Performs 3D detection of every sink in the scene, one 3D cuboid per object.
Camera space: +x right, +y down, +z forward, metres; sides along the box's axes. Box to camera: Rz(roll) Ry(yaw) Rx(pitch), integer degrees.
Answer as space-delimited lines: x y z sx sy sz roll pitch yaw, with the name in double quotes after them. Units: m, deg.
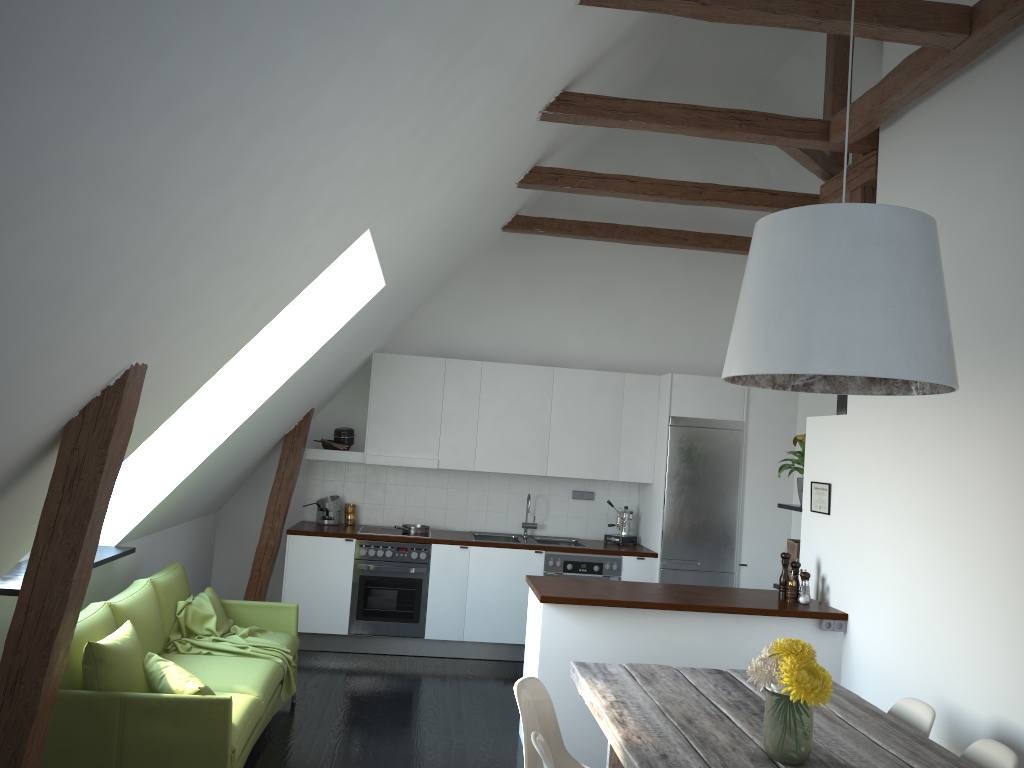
0.147 1.186 7.380 0.963 0.519 0.671 5 -4 -5 "sink"

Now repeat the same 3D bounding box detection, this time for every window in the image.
0.938 -1.217 1.460 5.959 4.249 8.018 5 -4 -5 "window"

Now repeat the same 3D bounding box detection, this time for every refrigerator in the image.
1.503 1.210 7.094 0.609 1.868 0.031 5 -4 -5 "refrigerator"

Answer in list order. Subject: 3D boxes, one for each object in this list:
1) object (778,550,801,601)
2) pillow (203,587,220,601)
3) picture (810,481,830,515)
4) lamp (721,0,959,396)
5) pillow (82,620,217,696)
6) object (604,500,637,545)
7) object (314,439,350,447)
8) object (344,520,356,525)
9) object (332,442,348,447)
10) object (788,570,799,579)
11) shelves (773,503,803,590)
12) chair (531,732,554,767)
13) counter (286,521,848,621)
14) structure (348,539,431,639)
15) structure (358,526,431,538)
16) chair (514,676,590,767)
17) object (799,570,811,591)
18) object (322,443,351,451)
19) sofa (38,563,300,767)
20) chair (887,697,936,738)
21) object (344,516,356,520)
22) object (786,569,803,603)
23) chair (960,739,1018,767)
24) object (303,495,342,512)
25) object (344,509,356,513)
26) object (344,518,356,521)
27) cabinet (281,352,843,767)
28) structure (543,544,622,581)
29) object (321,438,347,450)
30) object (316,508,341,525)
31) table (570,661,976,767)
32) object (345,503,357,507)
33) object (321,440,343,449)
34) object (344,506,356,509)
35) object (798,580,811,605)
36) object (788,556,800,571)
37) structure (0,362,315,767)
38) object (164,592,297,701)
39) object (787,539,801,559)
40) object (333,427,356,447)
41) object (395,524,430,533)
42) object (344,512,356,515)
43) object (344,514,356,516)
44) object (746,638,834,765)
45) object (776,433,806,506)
1.617 1.110 5.158 0.123 0.283 0.061 5 -4 -5 "object"
-1.804 1.379 5.248 0.210 0.275 0.462 5 -4 -7 "pillow"
1.820 0.671 5.227 0.023 0.182 0.250 5 -4 -5 "picture"
1.136 -1.390 2.900 0.697 2.813 0.757 0 -6 45 "lamp"
-1.468 1.240 3.752 0.600 0.387 0.475 5 -4 -8 "pillow"
0.913 1.182 7.591 0.206 0.370 0.353 1 -5 41 "object"
-1.533 0.505 7.426 0.357 0.075 0.244 7 -5 -34 "object"
-1.368 1.174 7.497 0.100 0.036 0.100 5 -4 -8 "object"
-1.458 0.502 7.396 0.335 0.031 0.065 1 -5 42 "object"
1.956 1.269 5.695 0.329 0.101 0.287 4 -4 5 "object"
2.086 1.079 5.686 0.660 0.553 0.408 5 -4 -5 "shelves"
0.301 1.505 2.701 0.542 0.801 0.465 4 -4 -4 "chair"
0.006 1.223 6.178 3.365 0.038 3.085 5 -4 -5 "counter"
-0.973 1.612 7.192 0.583 0.725 0.749 5 -4 -5 "structure"
-0.946 1.221 7.204 0.574 0.041 0.504 5 -4 -5 "structure"
0.252 1.540 3.275 0.542 0.801 0.465 3 -4 21 "chair"
1.685 1.161 5.104 0.058 0.184 0.058 5 -4 -8 "object"
-1.459 0.524 7.394 0.243 0.056 0.350 5 -4 -16 "object"
-1.652 1.474 4.494 0.898 0.825 2.093 5 -4 -6 "sofa"
1.331 1.631 3.446 0.542 0.801 0.465 4 -4 -4 "chair"
-1.369 1.134 7.499 0.099 0.051 0.099 6 -4 -19 "object"
1.610 1.149 5.070 0.080 0.192 0.058 6 -4 -21 "object"
1.373 1.602 2.975 0.542 0.801 0.465 4 -4 1 "chair"
-1.602 1.013 7.413 0.371 0.169 0.203 7 -5 -33 "object"
-1.369 1.074 7.500 0.100 0.036 0.100 7 -5 -38 "object"
-1.368 1.152 7.497 0.100 0.048 0.099 3 -4 13 "object"
0.452 0.980 6.259 4.208 2.369 3.033 5 -4 -5 "cabinet"
0.521 1.720 7.235 0.612 0.725 0.582 5 -4 -5 "structure"
-1.481 0.495 7.350 0.331 0.077 0.061 0 -5 43 "object"
-1.509 1.097 7.386 0.200 0.154 0.348 6 -4 -25 "object"
0.895 1.553 2.677 1.141 0.788 2.421 5 -4 -5 "table"
-1.365 1.037 7.502 0.100 0.047 0.099 5 -4 -9 "object"
-1.493 0.500 7.339 0.065 0.065 0.332 7 -5 -38 "object"
-1.368 1.057 7.501 0.100 0.036 0.100 2 -4 24 "object"
1.661 1.179 5.031 0.069 0.135 0.069 6 -5 -30 "object"
1.963 1.171 5.702 0.287 0.101 0.329 5 -4 -10 "object"
-1.598 0.677 0.957 1.023 1.963 12.350 5 -4 -5 "structure"
-1.587 1.501 5.136 0.722 0.493 0.711 5 -4 -10 "object"
1.973 1.071 5.720 0.329 0.101 0.287 4 -4 5 "object"
-1.414 0.446 7.465 0.190 0.166 0.200 8 -5 -42 "object"
-0.846 1.184 7.299 0.351 0.061 0.232 7 -5 -31 "object"
-1.370 1.092 7.503 0.099 0.057 0.101 4 -4 7 "object"
-1.370 1.114 7.503 0.099 0.043 0.100 5 -4 -17 "object"
0.867 0.980 2.760 0.233 0.365 0.293 7 -5 -34 "object"
1.986 0.558 5.802 0.493 0.486 0.506 3 -4 15 "object"
